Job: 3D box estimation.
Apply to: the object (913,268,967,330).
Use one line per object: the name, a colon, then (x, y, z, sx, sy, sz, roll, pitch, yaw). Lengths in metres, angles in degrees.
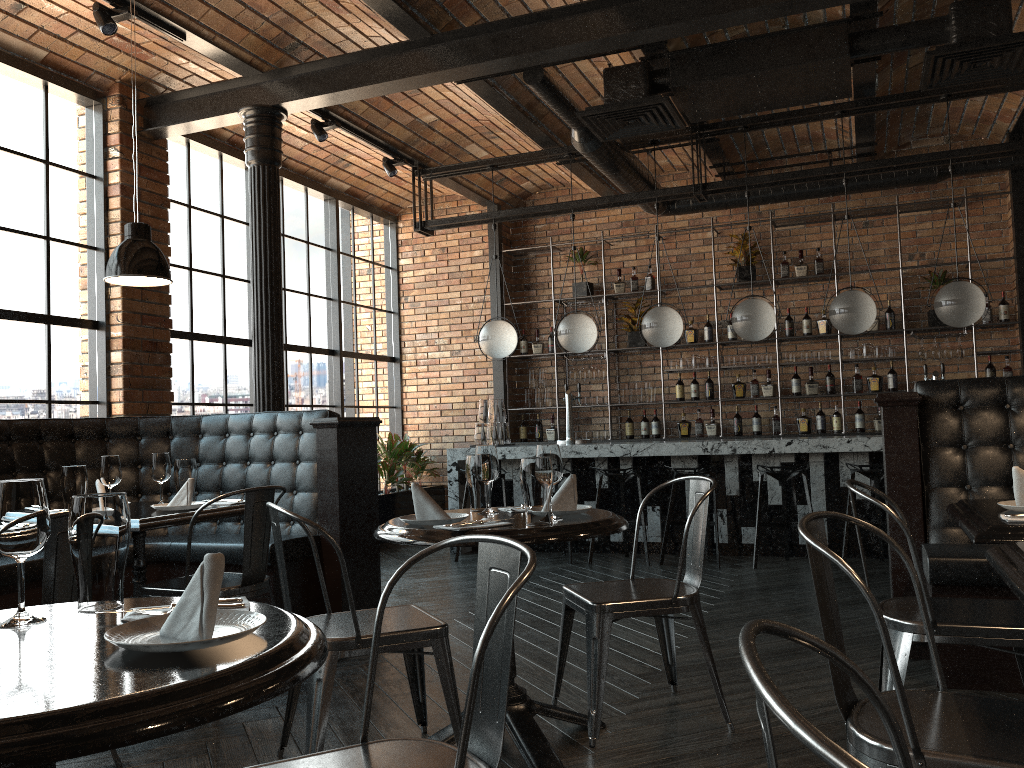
object: (3.929, -0.794, 8.136, 0.374, 0.560, 0.398, -2, -3, -6)

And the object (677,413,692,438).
object: (1.748, 0.419, 9.004, 0.151, 0.248, 0.094, -3, -3, 11)

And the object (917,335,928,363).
object: (3.762, -0.322, 8.125, 0.092, 0.244, 0.092, 0, -3, -29)

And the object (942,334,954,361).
object: (3.955, -0.332, 8.048, 0.092, 0.244, 0.092, 0, -3, -29)

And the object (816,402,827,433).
object: (2.973, 0.326, 8.532, 0.086, 0.298, 0.086, -1, -3, -19)

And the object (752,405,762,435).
object: (2.416, 0.356, 8.747, 0.086, 0.298, 0.086, -1, -3, -19)

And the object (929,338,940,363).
object: (3.925, -0.322, 8.237, 0.092, 0.244, 0.092, 0, -3, -29)

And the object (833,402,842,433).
object: (3.103, 0.319, 8.465, 0.080, 0.299, 0.080, -3, -3, 24)

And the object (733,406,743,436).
object: (2.236, 0.364, 8.784, 0.086, 0.297, 0.086, 0, -3, -34)

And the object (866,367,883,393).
object: (3.417, -0.037, 8.351, 0.151, 0.248, 0.094, -4, -3, 31)

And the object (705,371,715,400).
object: (1.988, 0.016, 8.926, 0.086, 0.297, 0.086, -1, -3, -19)

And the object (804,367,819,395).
object: (2.887, -0.024, 8.549, 0.123, 0.279, 0.123, -3, -3, 10)

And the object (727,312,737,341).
object: (2.200, -0.567, 8.866, 0.086, 0.298, 0.086, -1, -3, -19)

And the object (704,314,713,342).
object: (1.985, -0.553, 8.958, 0.086, 0.298, 0.086, -1, -3, -19)

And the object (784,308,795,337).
object: (2.707, -0.595, 8.659, 0.086, 0.299, 0.086, -1, -3, -19)

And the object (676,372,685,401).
object: (1.713, 0.032, 9.039, 0.086, 0.299, 0.086, -1, -3, -19)

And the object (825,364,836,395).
object: (3.051, -0.043, 8.502, 0.086, 0.299, 0.086, -1, -3, -19)

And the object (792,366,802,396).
object: (2.764, -0.027, 8.621, 0.086, 0.298, 0.086, -1, -3, -19)

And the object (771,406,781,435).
object: (2.583, 0.354, 8.672, 0.083, 0.282, 0.083, -2, -3, 7)

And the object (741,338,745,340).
object: (2.323, -0.564, 8.794, 0.123, 0.279, 0.123, -3, -3, 10)

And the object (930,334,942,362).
object: (3.864, -0.327, 8.084, 0.092, 0.244, 0.092, 0, -3, -29)

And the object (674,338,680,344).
object: (1.672, -0.530, 9.068, 0.083, 0.282, 0.083, -2, -3, 7)

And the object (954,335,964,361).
object: (4.113, -0.332, 8.162, 0.092, 0.244, 0.092, 0, -3, -29)

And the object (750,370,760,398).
object: (2.398, 0.001, 8.759, 0.083, 0.282, 0.083, -3, -3, 22)

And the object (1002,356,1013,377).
object: (4.441, -0.112, 7.944, 0.083, 0.282, 0.083, -4, -3, 32)

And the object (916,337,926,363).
object: (3.823, -0.316, 8.278, 0.092, 0.244, 0.092, 0, -3, -29)

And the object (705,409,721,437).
object: (2.014, 0.388, 8.884, 0.123, 0.279, 0.123, -4, -3, 35)

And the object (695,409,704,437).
object: (1.891, 0.393, 8.948, 0.083, 0.282, 0.083, -3, -3, 22)

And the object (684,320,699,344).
object: (1.821, -0.520, 9.007, 0.151, 0.248, 0.094, -3, -3, 25)

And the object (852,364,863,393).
object: (3.274, -0.047, 8.409, 0.083, 0.282, 0.083, -2, -3, 7)

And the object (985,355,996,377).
object: (4.316, -0.114, 7.998, 0.086, 0.299, 0.086, -1, -3, -19)

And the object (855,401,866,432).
object: (3.295, 0.307, 8.397, 0.086, 0.298, 0.086, -1, -3, -19)

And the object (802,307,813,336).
object: (2.870, -0.603, 8.624, 0.086, 0.298, 0.086, -1, -3, -19)

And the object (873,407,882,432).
object: (3.456, 0.308, 8.309, 0.123, 0.279, 0.123, -3, -3, 10)

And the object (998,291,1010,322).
object: (4.436, -0.690, 7.995, 0.086, 0.298, 0.086, -1, -3, -14)

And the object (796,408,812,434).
object: (2.825, 0.359, 8.574, 0.151, 0.248, 0.094, -4, -3, 31)

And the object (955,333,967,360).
object: (4.052, -0.338, 8.009, 0.092, 0.244, 0.092, 0, -3, -29)

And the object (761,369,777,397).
object: (2.522, -0.004, 8.695, 0.123, 0.279, 0.123, -4, -3, 35)

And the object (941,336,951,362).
object: (4.017, -0.327, 8.201, 0.092, 0.244, 0.092, 0, -3, -29)

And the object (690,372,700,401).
object: (1.858, 0.024, 9.008, 0.086, 0.298, 0.086, -1, -3, -19)

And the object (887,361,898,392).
object: (3.564, -0.070, 8.308, 0.086, 0.298, 0.086, -1, -3, -19)

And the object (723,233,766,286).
object: (2.321, -1.258, 8.873, 0.425, 0.526, 0.430, -3, -3, 24)

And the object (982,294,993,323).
object: (4.296, -0.675, 8.022, 0.083, 0.282, 0.083, -4, -4, 37)

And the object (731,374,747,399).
object: (2.255, 0.027, 8.814, 0.151, 0.248, 0.094, -3, -3, 11)
